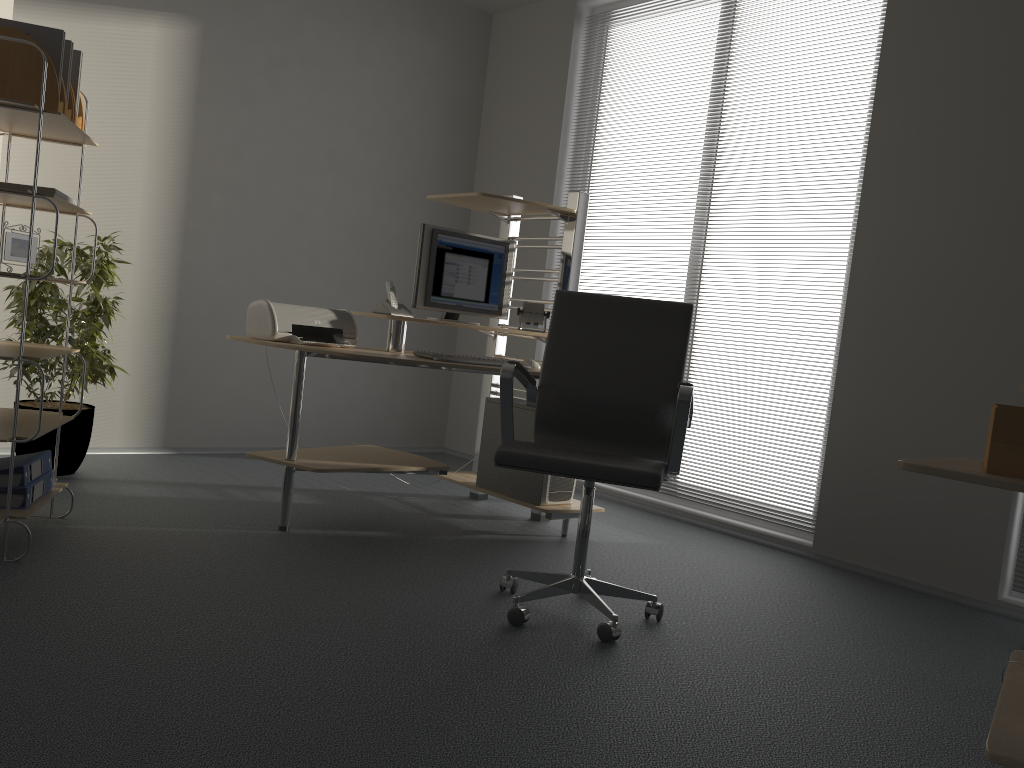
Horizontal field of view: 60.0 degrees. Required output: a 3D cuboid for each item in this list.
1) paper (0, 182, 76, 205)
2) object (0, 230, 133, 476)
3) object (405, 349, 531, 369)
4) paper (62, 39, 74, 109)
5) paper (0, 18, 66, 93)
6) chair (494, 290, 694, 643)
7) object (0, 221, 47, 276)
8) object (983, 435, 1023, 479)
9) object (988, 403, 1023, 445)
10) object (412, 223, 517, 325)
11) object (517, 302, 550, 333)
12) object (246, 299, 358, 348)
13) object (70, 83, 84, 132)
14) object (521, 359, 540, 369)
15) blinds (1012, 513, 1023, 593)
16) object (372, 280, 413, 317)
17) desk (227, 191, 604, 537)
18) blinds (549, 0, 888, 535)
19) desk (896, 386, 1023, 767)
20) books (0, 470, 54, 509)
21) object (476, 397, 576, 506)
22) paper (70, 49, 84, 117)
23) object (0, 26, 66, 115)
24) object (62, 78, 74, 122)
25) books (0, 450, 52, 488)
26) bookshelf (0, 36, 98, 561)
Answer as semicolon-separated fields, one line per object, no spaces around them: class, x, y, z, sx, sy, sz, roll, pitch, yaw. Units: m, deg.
paper;-1.629;-0.638;3.007;0.213;0.046;0.297;6;3;-15
object;-2.028;-0.156;4.041;0.544;1.147;0.644;6;3;-13
object;-0.317;-0.107;3.907;0.478;0.082;0.814;4;4;-34
paper;-1.598;-1.015;2.965;0.213;0.297;0.045;6;3;-14
paper;-1.565;-1.004;2.846;0.213;0.297;0.045;6;3;-17
chair;0.262;0.221;2.849;0.584;1.048;0.652;7;3;14
object;-1.616;-0.444;2.920;0.077;0.161;0.192;7;3;4
object;1.001;0.142;1.544;0.309;0.060;0.225;8;4;27
object;1.007;0.086;1.541;0.309;0.060;0.225;8;4;27
object;-0.242;-0.494;4.139;0.516;0.418;0.245;5;4;-27
object;0.098;-0.314;4.174;0.154;0.135;0.093;6;3;-5
object;-0.806;-0.241;3.637;0.351;0.162;0.438;9;4;40
object;-1.619;-1.003;3.068;0.243;0.259;0.113;6;3;-12
object;-0.084;-0.097;4.157;0.168;0.088;0.742;4;4;-40
blinds;2.801;-0.435;2.733;0.022;2.770;1.950;4;4;-42
object;-0.515;-0.376;3.881;0.119;0.151;0.150;9;4;34
desk;-0.310;-0.160;3.768;1.469;1.566;0.967;4;4;-42
blinds;0.946;-0.772;4.805;0.037;2.749;1.950;4;4;-42
desk;1.539;0.176;1.700;1.469;1.566;0.967;4;4;-42
books;-1.714;0.339;2.959;0.262;0.072;0.320;6;3;-14
object;0.081;0.304;4.088;0.199;0.422;0.471;4;4;-42
paper;-1.622;-1.024;3.087;0.213;0.297;0.045;6;3;-12
object;-1.560;-0.982;2.828;0.243;0.259;0.113;6;3;-17
object;-1.593;-0.993;2.947;0.243;0.259;0.113;6;3;-14
books;-1.717;0.284;2.953;0.263;0.100;0.320;6;3;-14
bookshelf;-1.660;-0.267;2.933;0.381;1.572;0.724;6;3;-15
